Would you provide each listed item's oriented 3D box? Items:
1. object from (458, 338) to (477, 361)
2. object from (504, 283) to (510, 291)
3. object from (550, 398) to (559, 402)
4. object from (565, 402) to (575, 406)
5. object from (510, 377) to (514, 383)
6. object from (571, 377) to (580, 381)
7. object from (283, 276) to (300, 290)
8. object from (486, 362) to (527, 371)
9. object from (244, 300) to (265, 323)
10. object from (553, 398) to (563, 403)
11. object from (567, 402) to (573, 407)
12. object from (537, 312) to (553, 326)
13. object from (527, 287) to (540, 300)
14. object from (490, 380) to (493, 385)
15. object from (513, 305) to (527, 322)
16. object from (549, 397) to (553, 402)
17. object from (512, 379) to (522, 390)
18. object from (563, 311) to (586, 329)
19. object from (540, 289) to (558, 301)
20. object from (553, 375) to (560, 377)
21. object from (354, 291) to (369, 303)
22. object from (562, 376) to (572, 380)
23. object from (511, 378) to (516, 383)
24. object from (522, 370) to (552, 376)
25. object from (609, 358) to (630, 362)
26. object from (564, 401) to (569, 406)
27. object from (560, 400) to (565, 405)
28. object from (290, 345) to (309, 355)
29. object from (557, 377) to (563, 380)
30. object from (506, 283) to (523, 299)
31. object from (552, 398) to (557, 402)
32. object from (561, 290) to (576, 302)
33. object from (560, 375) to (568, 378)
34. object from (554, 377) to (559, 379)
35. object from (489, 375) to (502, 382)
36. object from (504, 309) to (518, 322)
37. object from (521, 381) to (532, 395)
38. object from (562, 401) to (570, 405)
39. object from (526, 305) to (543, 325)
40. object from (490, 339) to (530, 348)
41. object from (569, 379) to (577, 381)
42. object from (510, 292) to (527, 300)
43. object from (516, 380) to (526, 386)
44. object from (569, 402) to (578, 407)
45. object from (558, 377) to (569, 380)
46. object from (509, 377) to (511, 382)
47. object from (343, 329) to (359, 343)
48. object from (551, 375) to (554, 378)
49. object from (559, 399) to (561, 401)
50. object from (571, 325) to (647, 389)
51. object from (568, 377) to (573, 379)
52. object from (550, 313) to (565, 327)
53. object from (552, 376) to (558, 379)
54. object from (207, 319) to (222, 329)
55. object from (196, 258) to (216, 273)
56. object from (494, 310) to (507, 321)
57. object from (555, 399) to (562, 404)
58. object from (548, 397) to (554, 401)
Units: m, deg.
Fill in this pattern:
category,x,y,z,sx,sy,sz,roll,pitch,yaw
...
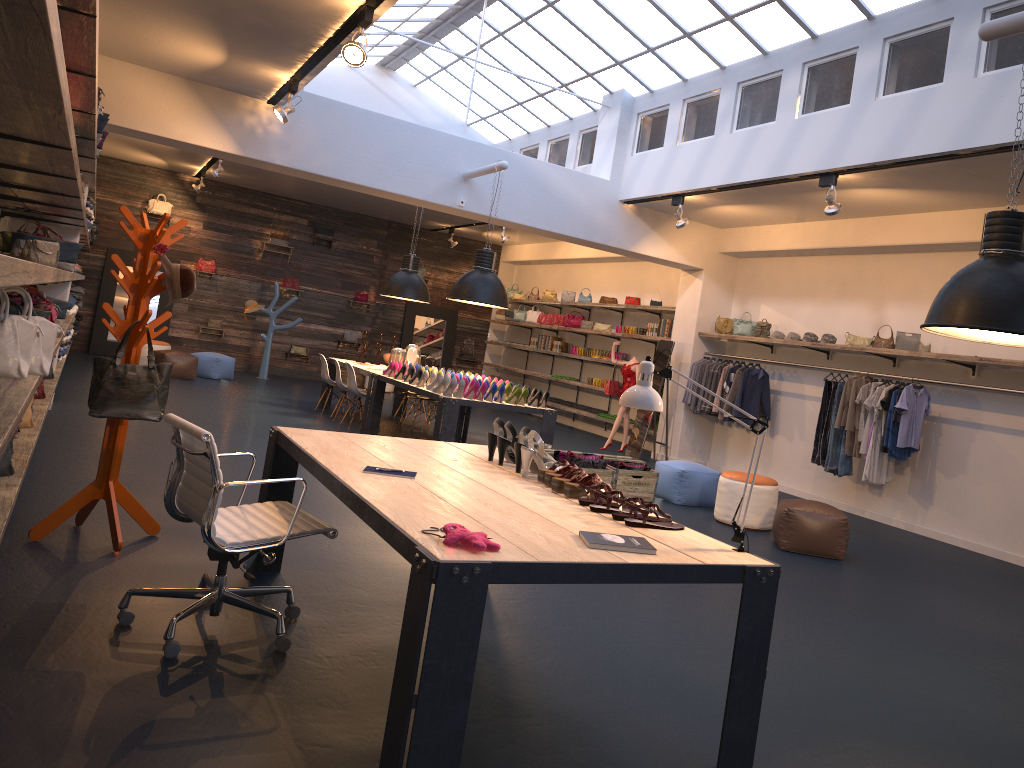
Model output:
category,x,y,z,sx,sy,sz,roll,pitch,yaw
object,-0.955,-0.778,19.210,0.382,0.462,0.217,10,-2,-29
object,-0.114,-2.058,19.271,0.434,0.387,0.188,9,-2,-7
object,0.822,0.310,16.632,0.199,0.088,0.061,8,0,-29
object,1.075,0.374,16.103,0.199,0.088,0.061,8,0,-29
object,-0.031,-0.003,18.434,0.205,0.281,0.057,10,-3,-9
object,1.176,-0.091,16.262,0.078,0.068,0.254,10,2,40
object,-4.332,-1.987,17.140,0.344,0.255,0.127,9,-1,-41
object,-0.085,-0.363,18.471,0.376,0.024,1.746,8,3,-26
object,-4.795,-1.337,16.120,0.358,0.443,0.330,10,-1,-32
object,0.877,0.324,16.516,0.199,0.088,0.061,8,0,-29
object,1.102,0.381,16.047,0.199,0.088,0.061,8,0,-29
object,0.675,-1.298,17.220,0.321,0.255,0.144,9,-1,20
object,0.467,-1.860,17.906,0.273,0.301,0.110,9,-2,32
object,-0.392,-0.012,19.076,0.218,0.119,0.091,9,-1,4
object,0.200,-1.483,18.203,0.355,0.368,0.181,9,-2,13
object,0.794,0.303,16.690,0.199,0.088,0.061,8,0,-29
object,0.109,0.032,18.056,0.277,0.284,0.095,9,-2,-1
object,1.177,-1.205,16.305,0.368,0.338,0.279,9,0,-39
object,0.743,-1.754,17.205,0.351,0.235,0.209,10,0,20
object,0.883,-0.144,16.389,0.251,0.063,0.078,8,1,-26
object,-3.101,-1.805,17.895,0.265,0.244,0.202,9,0,-33
object,1.020,-0.112,16.171,0.250,0.068,0.079,8,1,-24
object,0.026,0.012,18.310,0.200,0.281,0.058,9,-3,0
object,0.507,-0.215,17.243,0.379,0.029,0.825,8,3,-27
object,2.115,-0.333,14.281,0.514,0.060,1.419,8,3,-27
object,1.047,0.367,16.163,0.199,0.088,0.061,8,0,-29
object,0.991,0.353,16.278,0.199,0.088,0.061,8,0,-29
object,-4.201,-0.674,17.247,0.213,0.174,0.391,10,1,39
object,0.924,-0.099,16.167,0.251,0.058,0.077,8,1,-34
object,0.052,-2.001,18.843,0.355,0.368,0.181,9,-2,13
object,0.850,0.317,16.572,0.199,0.088,0.061,8,0,-29
object,1.082,-1.669,16.588,0.267,0.231,0.081,9,-2,12
object,0.957,-0.126,16.237,0.250,0.064,0.080,8,1,-23
object,0.875,-0.110,16.236,0.251,0.058,0.077,8,1,-34
object,-0.377,-0.076,19.296,0.366,0.235,0.200,9,-1,3
object,0.021,-1.464,18.676,0.408,0.233,0.181,9,-1,9
object,0.285,0.075,17.719,0.272,0.284,0.097,9,-2,5
object,1.019,0.360,16.222,0.199,0.088,0.061,8,0,-29
object,0.490,-1.426,17.780,0.402,0.387,0.202,9,-2,23
object,0.014,-0.869,18.651,0.514,0.060,1.417,8,3,-27
object,1.103,-0.071,16.176,0.251,0.058,0.077,8,1,-34
object,0.123,-1.877,18.577,0.344,0.174,0.243,10,1,24
object,0.196,0.053,17.887,0.272,0.284,0.097,9,-2,5
object,1.131,0.388,15.989,0.199,0.088,0.061,8,0,-29
object,0.948,-0.092,16.084,0.251,0.058,0.077,8,1,-34
object,-0.086,-0.017,18.542,0.200,0.281,0.058,9,-3,0
object,-3.297,-0.983,17.810,0.286,0.231,0.075,9,-2,-14
object,0.806,-0.128,16.394,0.251,0.058,0.077,8,1,-34
object,0.912,0.304,16.455,0.051,0.022,0.011,8,-1,-31
object,1.632,-0.482,15.397,0.486,1.139,2.509,10,1,-26
object,1.112,-0.104,16.328,0.079,0.073,0.253,9,2,39
object,0.870,-1.244,16.730,0.297,0.250,0.144,10,-1,33
object,0.850,-0.118,16.320,0.251,0.058,0.077,8,1,-34
object,-5.621,-1.138,16.427,0.096,0.176,0.289,8,0,40
object,-5.744,-2.226,16.325,0.355,0.255,0.130,9,-1,-19
object,-0.194,-1.571,19.131,0.340,0.336,0.170,9,-2,15
object,0.905,0.331,16.457,0.199,0.088,0.061,8,0,-29
object,0.766,0.296,16.747,0.199,0.088,0.061,8,0,-29
